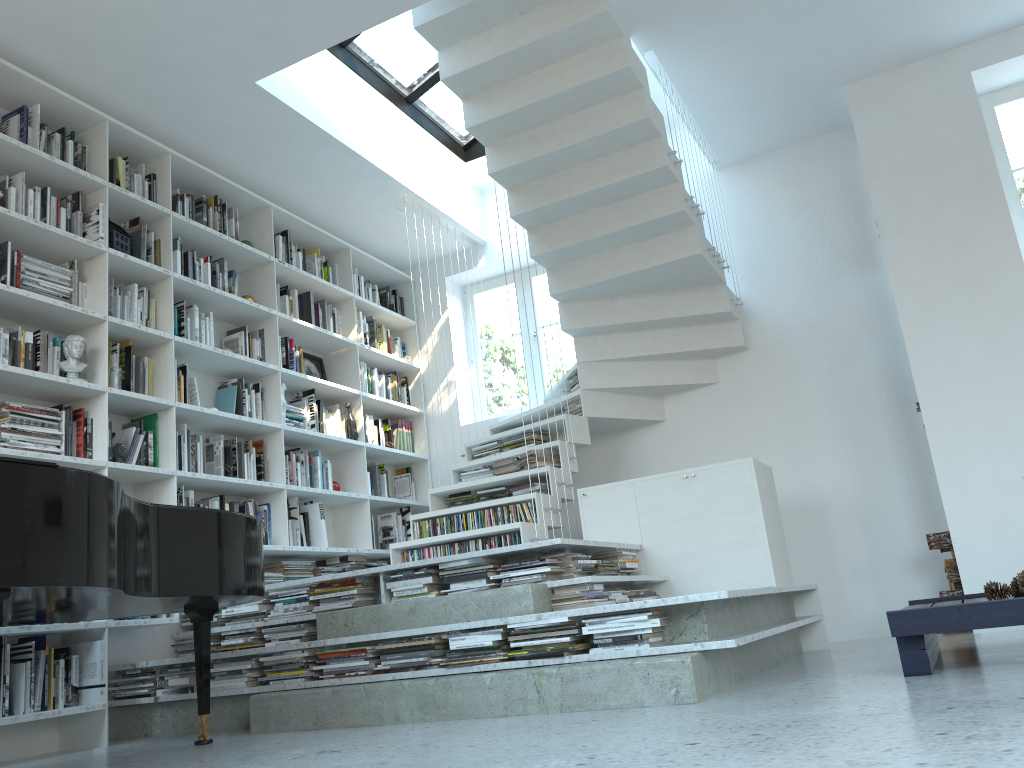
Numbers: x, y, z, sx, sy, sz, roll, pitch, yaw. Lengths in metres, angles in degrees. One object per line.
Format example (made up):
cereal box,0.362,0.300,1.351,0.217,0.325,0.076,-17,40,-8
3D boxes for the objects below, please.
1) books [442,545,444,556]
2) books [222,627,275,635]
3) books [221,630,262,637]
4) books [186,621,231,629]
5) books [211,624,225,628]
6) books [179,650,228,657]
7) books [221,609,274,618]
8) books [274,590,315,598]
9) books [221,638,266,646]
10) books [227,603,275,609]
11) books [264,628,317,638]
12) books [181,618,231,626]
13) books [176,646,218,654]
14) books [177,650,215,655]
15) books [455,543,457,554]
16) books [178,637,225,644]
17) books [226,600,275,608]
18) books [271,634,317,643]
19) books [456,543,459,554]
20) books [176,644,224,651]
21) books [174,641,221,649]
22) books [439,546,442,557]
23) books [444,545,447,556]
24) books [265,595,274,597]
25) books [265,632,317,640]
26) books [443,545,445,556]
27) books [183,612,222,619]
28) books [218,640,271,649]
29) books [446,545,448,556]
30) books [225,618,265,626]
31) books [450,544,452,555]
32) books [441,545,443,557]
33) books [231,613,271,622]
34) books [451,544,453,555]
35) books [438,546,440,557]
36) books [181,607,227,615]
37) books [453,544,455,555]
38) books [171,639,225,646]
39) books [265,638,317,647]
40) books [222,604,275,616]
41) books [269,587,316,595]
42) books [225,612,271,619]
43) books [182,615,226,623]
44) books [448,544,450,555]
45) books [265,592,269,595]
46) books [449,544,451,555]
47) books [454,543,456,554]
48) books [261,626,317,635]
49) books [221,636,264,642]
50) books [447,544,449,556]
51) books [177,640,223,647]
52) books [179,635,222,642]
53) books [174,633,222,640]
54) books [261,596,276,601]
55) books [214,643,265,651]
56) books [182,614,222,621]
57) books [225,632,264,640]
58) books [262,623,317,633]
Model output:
books,-0.353,0.970,4.975,0.008,0.125,0.125,-13,-16,24
books,-1.367,1.283,4.608,0.228,0.014,0.149,-13,-16,22
books,-1.367,1.294,4.604,0.250,0.009,0.144,-15,-17,28
books,-1.606,1.292,4.763,0.233,0.017,0.163,-14,-17,26
books,-1.598,1.310,4.772,0.181,0.014,0.134,-13,-16,21
books,-1.636,1.434,4.710,0.187,0.019,0.164,-13,-17,23
books,-1.352,1.202,4.650,0.295,0.008,0.163,-13,-16,22
books,-1.087,1.075,4.546,0.220,0.013,0.149,-15,-17,27
books,-1.369,1.329,4.581,0.183,0.016,0.180,-13,-16,21
books,-1.357,1.166,4.657,0.206,0.007,0.172,-14,-17,26
books,-1.092,1.252,4.463,0.263,0.017,0.157,-12,-16,20
books,-1.612,1.274,4.760,0.265,0.017,0.175,-15,-17,27
books,-1.634,1.415,4.724,0.292,0.014,0.148,-14,-17,24
books,-1.637,1.422,4.714,0.257,0.005,0.144,-15,-17,29
books,-0.278,0.951,4.940,0.007,0.125,0.125,-13,-16,24
books,-1.645,1.367,4.724,0.210,0.009,0.160,-15,-17,28
books,-1.356,1.158,4.665,0.264,0.012,0.143,-15,-17,29
books,-1.084,1.281,4.466,0.215,0.014,0.138,-15,-17,28
books,-0.271,0.950,4.937,0.010,0.125,0.125,-13,-16,24
books,-1.641,1.401,4.718,0.215,0.012,0.170,-14,-17,24
books,-1.640,1.390,4.723,0.279,0.012,0.159,-13,-17,23
books,-0.366,0.973,4.981,0.008,0.125,0.125,-13,-16,24
books,-0.339,0.966,4.968,0.009,0.125,0.125,-13,-16,24
books,-1.358,1.132,4.672,0.285,0.007,0.160,-13,-17,23
books,-1.088,1.267,4.463,0.254,0.012,0.161,-14,-17,25
books,-0.345,0.968,4.971,0.008,0.125,0.125,-13,-16,24
books,-1.607,1.246,4.785,0.298,0.008,0.145,-13,-17,23
books,-1.362,1.346,4.588,0.268,0.014,0.160,-13,-17,23
books,-0.331,0.964,4.965,0.008,0.125,0.125,-13,-16,24
books,-1.348,1.242,4.637,0.233,0.016,0.173,-13,-17,23
books,-0.305,0.958,4.952,0.007,0.125,0.125,-13,-16,24
books,-0.359,0.971,4.978,0.008,0.125,0.125,-13,-16,24
books,-1.342,1.228,4.658,0.240,0.021,0.131,-14,-17,26
books,-0.298,0.956,4.949,0.008,0.125,0.125,-13,-16,24
books,-0.374,0.975,4.984,0.007,0.125,0.125,-13,-16,24
books,-1.619,1.220,4.772,0.253,0.015,0.171,-12,-16,19
books,-0.292,0.955,4.946,0.007,0.125,0.125,-13,-16,24
books,-1.648,1.373,4.716,0.262,0.006,0.185,-14,-17,25
books,-1.094,1.296,4.437,0.202,0.028,0.189,-12,-16,19
books,-1.360,1.181,4.642,0.238,0.030,0.189,-13,-16,21
books,-1.094,1.059,4.539,0.243,0.015,0.165,-12,-16,19
books,-1.349,1.211,4.651,0.259,0.009,0.153,-13,-16,21
books,-1.612,1.261,4.768,0.262,0.012,0.180,-14,-17,24
books,-0.318,0.961,4.959,0.008,0.125,0.125,-13,-16,24
books,-1.365,1.117,4.665,0.193,0.020,0.171,-12,-16,19
books,-0.312,0.960,4.956,0.009,0.125,0.125,-13,-16,24
books,-0.285,0.953,4.943,0.007,0.125,0.125,-13,-16,24
books,-1.096,1.239,4.463,0.277,0.009,0.178,-14,-17,25
books,-1.364,1.319,4.596,0.228,0.009,0.159,-14,-17,25
books,-0.325,0.963,4.962,0.007,0.125,0.125,-13,-16,24
books,-1.643,1.381,4.723,0.242,0.005,0.153,-15,-17,28
books,-1.646,1.356,4.729,0.208,0.015,0.153,-15,-17,29
books,-1.650,1.344,4.727,0.240,0.009,0.174,-14,-17,26
books,-1.358,1.143,4.667,0.290,0.018,0.163,-13,-17,23
books,-1.368,1.354,4.570,0.261,0.009,0.187,-15,-17,27
books,-1.610,1.252,4.776,0.287,0.009,0.156,-13,-16,22
books,-1.363,1.307,4.605,0.200,0.018,0.137,-12,-16,20
books,-1.099,1.225,4.461,0.250,0.017,0.181,-13,-16,21
